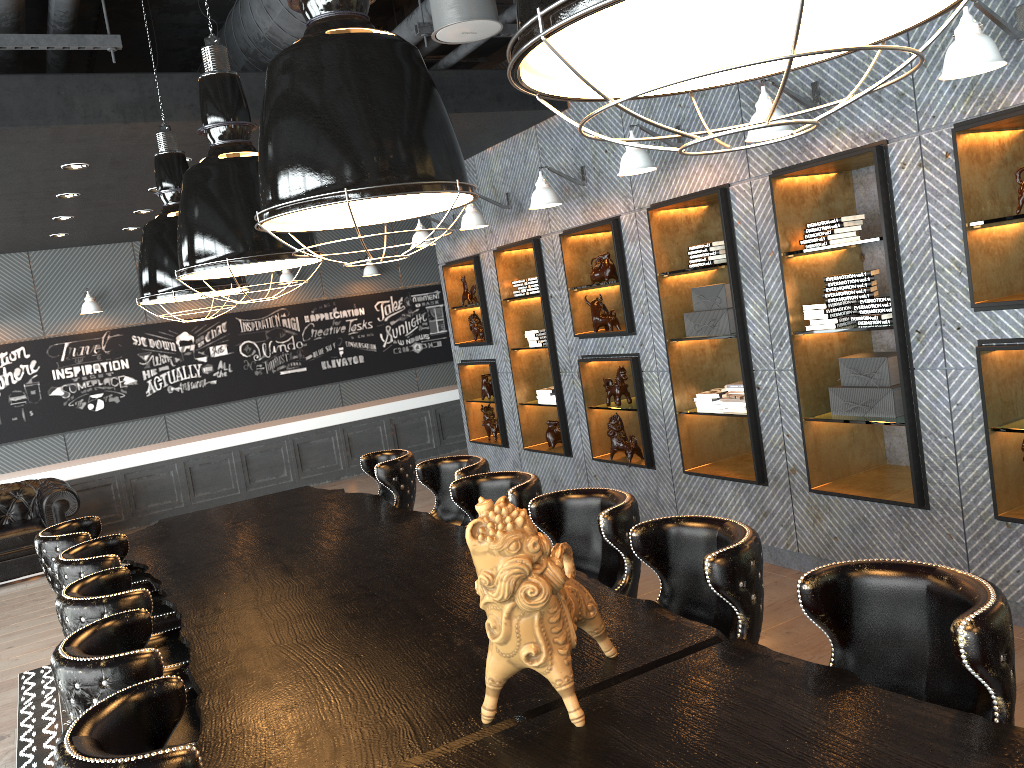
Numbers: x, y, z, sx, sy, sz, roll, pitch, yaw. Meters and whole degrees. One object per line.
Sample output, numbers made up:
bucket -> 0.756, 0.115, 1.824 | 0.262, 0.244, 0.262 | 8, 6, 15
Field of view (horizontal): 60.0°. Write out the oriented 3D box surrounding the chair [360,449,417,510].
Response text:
chair -> -0.769, 0.974, 5.203 | 0.568, 1.091, 0.504 | -10, 5, -19

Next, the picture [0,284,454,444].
picture -> -2.793, -0.502, 11.730 | 12.475, 1.102, 0.200 | -12, 5, -28

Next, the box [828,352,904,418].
box -> 1.944, 0.007, 4.825 | 0.323, 0.315, 0.419 | -11, 6, -28

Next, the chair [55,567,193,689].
chair -> -1.283, 1.229, 3.291 | 0.569, 1.091, 0.504 | -12, 6, -32

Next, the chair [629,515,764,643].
chair -> 0.534, 1.002, 2.709 | 0.568, 1.091, 0.504 | -11, 5, -20

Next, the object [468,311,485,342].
object -> -0.313, -0.550, 8.556 | 0.155, 0.329, 0.236 | -11, 5, -23

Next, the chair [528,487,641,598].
chair -> 0.264, 0.986, 3.336 | 0.569, 1.091, 0.504 | -12, 6, -33

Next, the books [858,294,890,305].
books -> 1.976, -0.452, 4.644 | 0.194, 0.028, 0.245 | -12, 6, -33

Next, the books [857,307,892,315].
books -> 1.984, -0.398, 4.670 | 0.194, 0.028, 0.245 | -12, 6, -32

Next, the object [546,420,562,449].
object -> 0.443, 0.417, 7.754 | 0.314, 0.251, 0.157 | -10, 5, -13

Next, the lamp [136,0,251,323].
lamp -> -1.956, -1.494, 4.958 | 0.621, 2.301, 0.622 | -7, 5, 17

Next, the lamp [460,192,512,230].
lamp -> -0.220, -1.462, 7.395 | 0.490, 0.287, 0.244 | -10, 5, -12

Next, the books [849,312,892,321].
books -> 1.931, -0.360, 4.655 | 0.193, 0.028, 0.245 | -10, 5, -17

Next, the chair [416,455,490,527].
chair -> -0.322, 0.960, 4.600 | 0.569, 1.091, 0.504 | -12, 6, -32

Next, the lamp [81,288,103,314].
lamp -> -4.866, -0.965, 10.271 | 0.244, 0.287, 0.490 | -10, 5, -12

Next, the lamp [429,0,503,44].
lamp -> -0.312, -2.353, 4.615 | 0.380, 1.044, 0.382 | -9, 5, -2

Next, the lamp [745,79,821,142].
lamp -> 1.389, -1.404, 4.467 | 0.490, 0.287, 0.244 | -10, 5, -12

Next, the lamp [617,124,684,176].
lamp -> 0.859, -1.455, 5.420 | 0.490, 0.287, 0.244 | -10, 5, -12

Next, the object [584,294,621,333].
object -> 0.692, -0.531, 6.681 | 0.154, 0.309, 0.324 | -11, 5, -23

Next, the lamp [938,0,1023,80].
lamp -> 1.912, -1.395, 3.512 | 0.490, 0.287, 0.244 | -10, 5, -12

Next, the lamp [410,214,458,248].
lamp -> -0.738, -1.459, 8.347 | 0.490, 0.287, 0.244 | -10, 5, -12

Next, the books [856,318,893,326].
books -> 1.971, -0.338, 4.653 | 0.194, 0.028, 0.245 | -11, 6, -24

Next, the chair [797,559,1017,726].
chair -> 0.882, 1.011, 2.031 | 0.568, 1.091, 0.504 | -11, 5, -27

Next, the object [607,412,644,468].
object -> 0.845, 0.417, 6.721 | 0.177, 0.387, 0.338 | -11, 5, -20

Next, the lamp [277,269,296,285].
lamp -> -2.889, -1.425, 11.354 | 0.244, 0.287, 0.490 | -10, 5, -12

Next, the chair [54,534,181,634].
chair -> -1.617, 1.223, 3.924 | 0.568, 1.091, 0.504 | -10, 5, -19

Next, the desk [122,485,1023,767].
desk -> 0.113, 1.218, 2.098 | 1.434, 0.926, 7.594 | -11, 6, -28

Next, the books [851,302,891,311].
books -> 1.954, -0.423, 4.675 | 0.194, 0.028, 0.245 | -13, 7, -38

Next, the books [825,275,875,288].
books -> 1.827, -0.557, 4.795 | 0.245, 0.028, 0.194 | -7, 6, 23

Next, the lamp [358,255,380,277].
lamp -> -1.915, -1.587, 11.887 | 0.244, 0.287, 0.490 | -10, 5, -12

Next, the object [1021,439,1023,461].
object -> 2.414, 0.413, 3.938 | 0.168, 0.359, 0.266 | -12, 6, -35

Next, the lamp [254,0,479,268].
lamp -> -0.554, -1.474, 2.397 | 0.621, 2.301, 0.622 | -7, 5, 17

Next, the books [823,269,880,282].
books -> 1.837, -0.587, 4.794 | 0.245, 0.028, 0.194 | -5, 6, 37

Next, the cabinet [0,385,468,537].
cabinet -> -2.905, 1.181, 8.071 | 8.426, 0.826, 6.311 | -12, 6, -28

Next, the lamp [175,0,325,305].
lamp -> -1.255, -1.484, 3.677 | 0.621, 2.301, 0.622 | -7, 5, 17

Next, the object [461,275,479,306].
object -> -0.411, -0.909, 8.528 | 0.097, 0.290, 0.290 | -11, 6, -30

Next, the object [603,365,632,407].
object -> 0.783, 0.013, 6.758 | 0.143, 0.306, 0.317 | -12, 6, -33

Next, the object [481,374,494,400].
object -> -0.207, 0.016, 8.675 | 0.126, 0.249, 0.253 | -5, 6, 36

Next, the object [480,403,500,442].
object -> -0.186, 0.372, 8.663 | 0.170, 0.362, 0.268 | -12, 6, -35

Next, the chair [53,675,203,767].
chair -> -0.638, 1.246, 2.031 | 0.568, 1.091, 0.504 | -11, 5, -24

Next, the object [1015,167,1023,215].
object -> 2.272, -0.899, 3.727 | 0.152, 0.325, 0.292 | -12, 6, -30

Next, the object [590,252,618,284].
object -> 0.673, -0.865, 6.625 | 0.139, 0.222, 0.278 | -11, 6, -29

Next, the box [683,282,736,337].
box -> 1.322, -0.485, 5.759 | 0.298, 0.315, 0.419 | -11, 6, -28

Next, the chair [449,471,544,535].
chair -> -0.074, 0.982, 3.954 | 0.569, 1.091, 0.504 | -12, 6, -38

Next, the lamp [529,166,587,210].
lamp -> 0.337, -1.437, 6.385 | 0.490, 0.287, 0.244 | -10, 5, -12

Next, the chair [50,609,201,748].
chair -> -0.971, 1.239, 2.660 | 0.568, 1.091, 0.504 | -11, 5, -25

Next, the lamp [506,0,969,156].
lamp -> 0.146, -1.465, 1.116 | 0.621, 2.301, 0.622 | -7, 5, 17

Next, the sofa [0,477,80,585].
sofa -> -5.461, 1.542, 8.353 | 2.568, 0.837, 1.239 | -12, 6, -29

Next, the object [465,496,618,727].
object -> 0.076, 0.492, 2.137 | 0.249, 0.545, 0.475 | -7, 5, 24

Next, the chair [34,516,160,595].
chair -> -2.024, 1.230, 4.528 | 0.568, 1.091, 0.504 | -10, 5, -19
